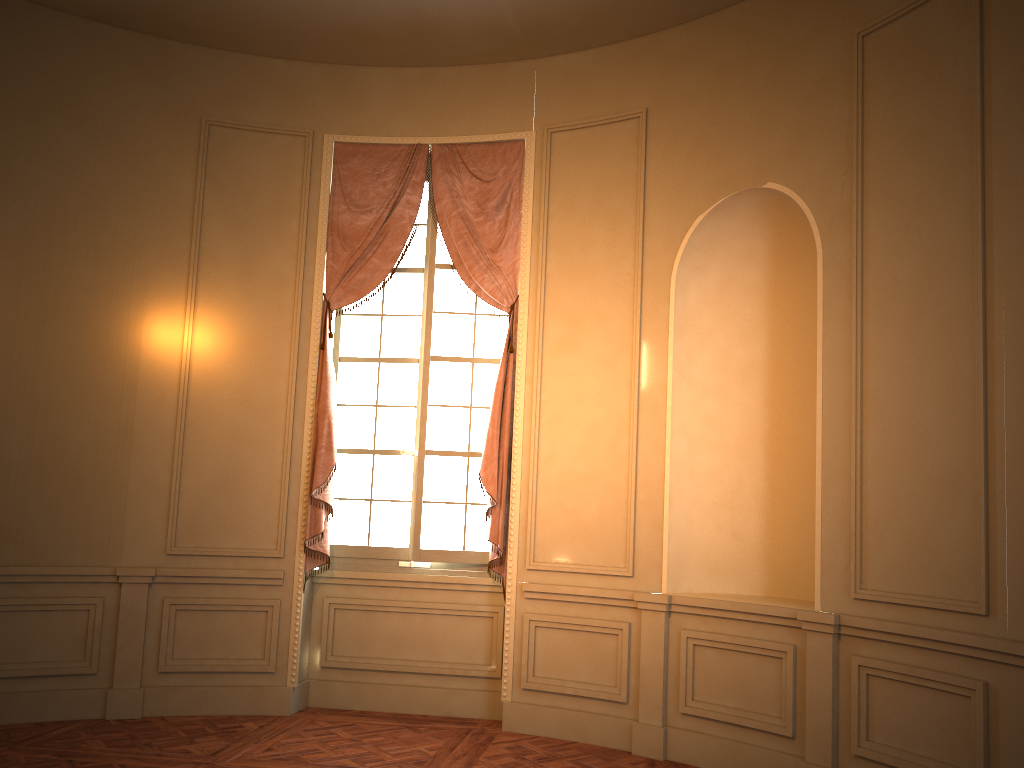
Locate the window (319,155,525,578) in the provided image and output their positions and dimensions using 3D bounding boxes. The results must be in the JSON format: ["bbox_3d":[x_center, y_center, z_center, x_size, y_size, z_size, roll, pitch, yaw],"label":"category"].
[{"bbox_3d":[-0.580,-0.170,5.893,1.301,2.827,0.154,2,-6,7],"label":"window"}]

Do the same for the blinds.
[{"bbox_3d":[-0.612,-0.138,5.660,1.325,2.966,0.288,2,-6,7],"label":"blinds"}]
